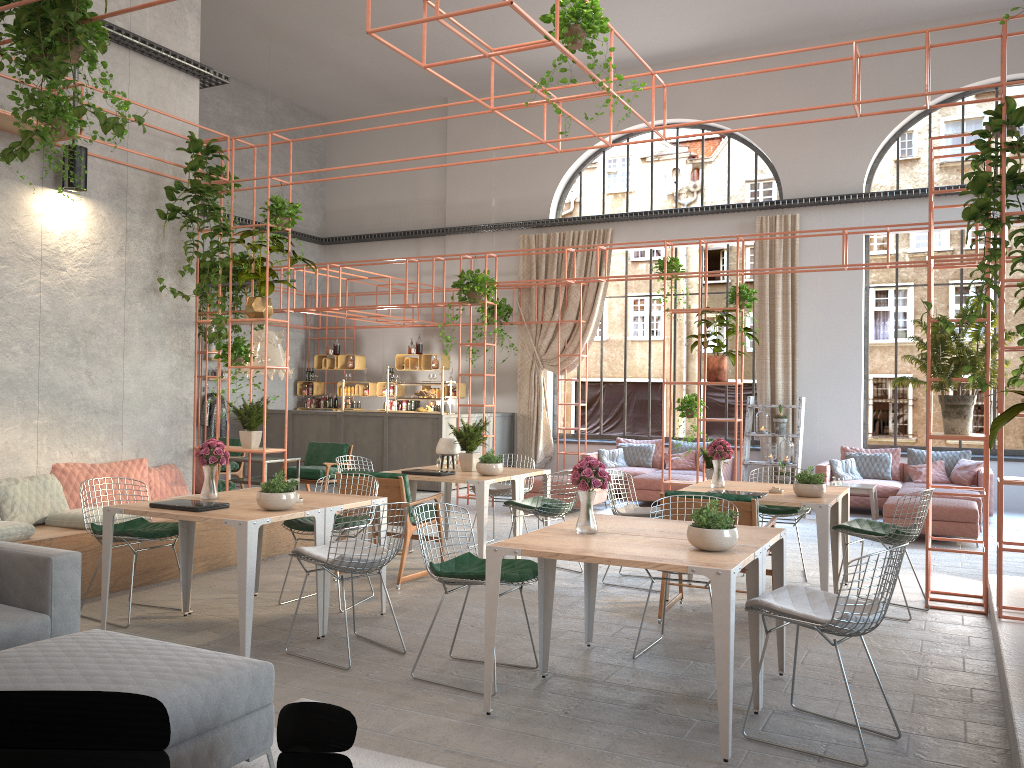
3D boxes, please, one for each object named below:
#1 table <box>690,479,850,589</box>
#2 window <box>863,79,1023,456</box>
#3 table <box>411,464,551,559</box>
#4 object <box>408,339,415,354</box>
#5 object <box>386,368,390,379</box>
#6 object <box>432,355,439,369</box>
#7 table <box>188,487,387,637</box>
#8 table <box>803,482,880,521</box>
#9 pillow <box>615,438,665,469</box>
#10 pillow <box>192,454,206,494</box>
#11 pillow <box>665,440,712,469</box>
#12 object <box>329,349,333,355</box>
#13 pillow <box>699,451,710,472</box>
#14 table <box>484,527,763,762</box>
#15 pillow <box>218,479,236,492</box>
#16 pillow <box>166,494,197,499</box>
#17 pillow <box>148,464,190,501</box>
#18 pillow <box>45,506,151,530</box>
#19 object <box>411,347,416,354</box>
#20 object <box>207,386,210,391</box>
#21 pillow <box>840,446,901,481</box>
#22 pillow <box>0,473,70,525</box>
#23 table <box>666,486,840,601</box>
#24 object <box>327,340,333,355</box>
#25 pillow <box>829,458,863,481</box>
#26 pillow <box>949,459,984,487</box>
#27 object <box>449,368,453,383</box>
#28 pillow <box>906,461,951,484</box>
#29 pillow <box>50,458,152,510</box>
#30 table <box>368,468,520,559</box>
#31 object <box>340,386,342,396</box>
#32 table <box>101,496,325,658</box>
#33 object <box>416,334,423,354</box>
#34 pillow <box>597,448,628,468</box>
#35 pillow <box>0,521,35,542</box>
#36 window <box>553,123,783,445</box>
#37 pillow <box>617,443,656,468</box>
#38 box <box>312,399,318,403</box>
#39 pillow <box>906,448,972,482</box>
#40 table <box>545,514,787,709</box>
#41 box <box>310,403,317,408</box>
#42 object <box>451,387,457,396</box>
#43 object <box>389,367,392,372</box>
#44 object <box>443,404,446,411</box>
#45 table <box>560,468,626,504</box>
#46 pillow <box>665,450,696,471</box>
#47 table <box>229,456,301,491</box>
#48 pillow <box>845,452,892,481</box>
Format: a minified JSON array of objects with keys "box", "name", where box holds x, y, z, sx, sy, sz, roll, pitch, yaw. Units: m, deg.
[{"box":[2.181,1.286,7.524,1.214,0.830,0.694,0,-1,27],"name":"table"},{"box":[7.400,-1.721,13.103,4.126,5.544,0.089,0,-1,27],"name":"window"},{"box":[-0.314,1.252,8.757,1.214,0.830,0.694,0,-1,27],"name":"table"},{"box":[-1.891,-0.703,16.721,0.134,0.301,0.134,1,-1,15],"name":"object"},{"box":[-2.346,-0.181,16.747,0.066,0.291,0.066,1,-1,-4],"name":"object"},{"box":[-1.414,-0.398,16.389,0.137,0.261,0.137,1,-1,-27],"name":"object"},{"box":[-1.580,1.206,6.235,1.214,0.830,0.694,0,-1,27],"name":"table"},{"box":[4.359,1.559,11.749,0.916,0.455,0.520,0,-1,27],"name":"table"},{"box":[2.069,1.132,14.554,0.839,0.474,0.276,0,-1,27],"name":"pillow"},{"box":[-3.465,0.909,9.109,0.839,0.474,0.276,1,-1,17],"name":"pillow"},{"box":[2.874,1.141,14.137,0.836,0.476,0.273,0,-1,27],"name":"pillow"},{"box":[-3.544,-0.630,17.350,0.088,0.123,0.088,1,-1,-7],"name":"object"},{"box":[3.026,1.184,13.699,0.308,0.349,0.495,1,-1,-14],"name":"pillow"},{"box":[0.555,1.216,4.383,1.205,0.830,0.694,0,-1,27],"name":"table"},{"box":[-3.374,1.100,9.533,0.637,0.149,0.491,0,-1,28],"name":"pillow"},{"box":[-2.860,1.091,8.061,0.491,0.149,0.637,0,-1,28],"name":"pillow"},{"box":[-3.247,0.948,8.182,0.289,0.385,0.666,1,-1,22],"name":"pillow"},{"box":[-3.316,1.074,7.152,0.491,0.149,0.637,0,-1,28],"name":"pillow"},{"box":[-1.828,-0.616,16.489,0.088,0.123,0.088,1,-1,-7],"name":"object"},{"box":[-5.370,0.080,15.621,0.049,0.121,0.093,0,-1,29],"name":"object"},{"box":[5.228,1.159,12.968,0.839,0.474,0.276,0,-1,27],"name":"pillow"},{"box":[-3.822,0.927,7.037,0.289,0.385,0.666,1,-1,22],"name":"pillow"},{"box":[1.873,1.275,6.900,1.205,0.830,0.694,0,-1,27],"name":"table"},{"box":[-3.606,-0.718,17.583,0.134,0.301,0.134,1,-1,15],"name":"object"},{"box":[4.802,1.231,12.676,0.500,0.324,0.307,1,-1,-28],"name":"pillow"},{"box":[6.185,1.211,12.113,0.308,0.349,0.495,1,-1,-14],"name":"pillow"},{"box":[-1.125,-0.160,16.289,0.075,0.273,0.075,1,-1,15],"name":"object"},{"box":[5.806,1.227,12.364,0.479,0.317,0.441,1,-1,8],"name":"pillow"},{"box":[-3.515,0.890,7.598,0.839,0.474,0.276,1,-1,-43],"name":"pillow"},{"box":[-0.623,1.241,8.133,1.205,0.830,0.694,0,-1,27],"name":"table"},{"box":[-3.295,0.142,17.198,0.069,0.191,0.069,1,-1,-21],"name":"object"},{"box":[-1.889,1.195,5.610,1.205,0.830,0.694,0,-1,27],"name":"table"},{"box":[-1.735,-0.744,16.604,0.134,0.386,0.134,1,-1,15],"name":"object"},{"box":[1.643,1.204,14.262,0.500,0.324,0.307,1,-1,-28],"name":"pillow"},{"box":[-3.786,1.057,6.215,0.491,0.149,0.637,0,-1,28],"name":"pillow"},{"box":[2.641,-1.764,15.492,4.127,5.538,0.089,0,-1,27],"name":"window"},{"box":[1.989,1.161,14.425,0.666,0.385,0.289,0,-1,27],"name":"pillow"},{"box":[-3.900,0.335,17.546,0.122,0.093,0.058,0,-1,38],"name":"box"},{"box":[6.033,1.168,12.551,0.836,0.476,0.273,0,-1,27],"name":"pillow"},{"box":[0.863,1.227,5.006,1.214,0.830,0.694,0,-1,27],"name":"table"},{"box":[-3.917,0.427,17.508,0.122,0.093,0.058,0,-1,27],"name":"box"},{"box":[-1.057,0.153,16.123,0.131,0.207,0.131,1,-1,-18],"name":"object"},{"box":[-2.312,-0.180,16.816,0.066,0.291,0.066,0,-1,33],"name":"object"},{"box":[-1.266,0.434,16.421,0.073,0.131,0.073,1,-1,20],"name":"object"},{"box":[1.200,1.528,13.335,0.916,0.455,0.520,0,-1,27],"name":"table"},{"box":[2.647,1.200,13.950,0.479,0.317,0.441,1,-1,8],"name":"pillow"},{"box":[-2.911,1.268,10.412,0.602,0.798,0.635,0,-1,27],"name":"table"},{"box":[5.148,1.188,12.839,0.666,0.385,0.289,0,-1,27],"name":"pillow"}]
